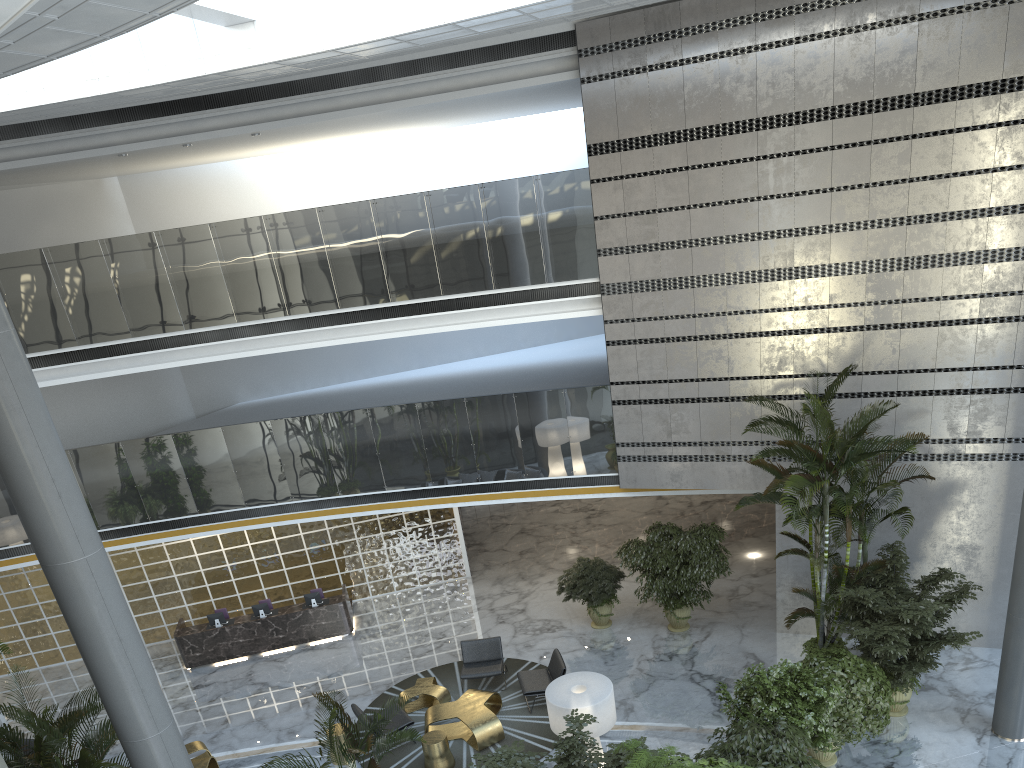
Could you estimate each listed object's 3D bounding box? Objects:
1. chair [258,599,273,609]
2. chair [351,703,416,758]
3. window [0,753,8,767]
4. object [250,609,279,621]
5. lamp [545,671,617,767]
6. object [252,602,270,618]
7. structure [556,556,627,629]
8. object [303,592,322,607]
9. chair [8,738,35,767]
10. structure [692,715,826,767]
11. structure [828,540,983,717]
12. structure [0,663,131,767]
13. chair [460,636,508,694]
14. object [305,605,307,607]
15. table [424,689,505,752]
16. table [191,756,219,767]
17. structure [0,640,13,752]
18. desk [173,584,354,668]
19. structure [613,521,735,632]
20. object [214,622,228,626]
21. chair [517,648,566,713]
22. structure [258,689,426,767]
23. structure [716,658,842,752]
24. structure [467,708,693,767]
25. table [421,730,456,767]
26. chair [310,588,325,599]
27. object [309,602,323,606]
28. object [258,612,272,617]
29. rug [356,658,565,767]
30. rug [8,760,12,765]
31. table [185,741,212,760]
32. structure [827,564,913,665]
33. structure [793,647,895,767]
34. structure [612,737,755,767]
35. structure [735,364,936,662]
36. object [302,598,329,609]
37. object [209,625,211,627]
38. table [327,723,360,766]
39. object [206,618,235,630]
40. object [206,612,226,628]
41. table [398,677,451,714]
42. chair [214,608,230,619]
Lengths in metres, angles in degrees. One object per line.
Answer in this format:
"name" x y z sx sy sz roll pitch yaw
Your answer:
"chair" -4.682 4.460 16.437 0.257 0.651 0.309 -12 23 -8
"chair" -1.903 5.066 12.787 0.714 0.747 0.665 -18 22 -25
"window" -3.661 3.295 4.052 14.925 8.955 3.889 0 24 26
"object" -4.648 4.360 16.080 0.509 0.005 0.376 -10 14 -8
"lamp" 0.943 4.565 10.870 0.790 1.857 0.798 14 32 42
"object" -4.666 4.225 15.950 0.290 0.328 0.102 -11 24 -8
"structure" 1.444 3.658 15.110 1.111 1.478 1.138 9 27 38
"object" -3.731 4.055 16.084 0.290 0.328 0.102 -11 24 -8
"chair" -7.368 5.830 12.963 0.714 0.747 0.664 -2 21 17
"structure" 2.645 4.558 9.333 1.973 2.108 1.506 -19 23 -27
"structure" 5.182 3.425 11.516 1.845 2.553 1.687 -4 22 12
"structure" -4.319 4.668 8.844 2.031 4.145 1.484 -3 24 12
"chair" -0.479 4.580 13.929 0.722 0.747 0.656 -7 20 3
"object" -3.913 4.199 16.243 0.035 0.019 0.058 -11 15 -8
"table" -0.621 5.025 12.801 1.333 0.445 1.102 -17 17 -30
"table" -4.462 5.773 12.089 1.243 0.474 1.346 -2 16 23
"structure" -6.148 4.388 8.928 2.521 5.176 2.190 -5 23 9
"desk" -4.727 4.555 16.636 3.149 0.791 1.441 -10 16 -8
"structure" 2.766 3.263 14.414 1.594 2.197 1.866 -21 23 -29
"object" -5.443 4.483 16.022 0.264 0.012 0.065 -10 14 -8
"chair" 0.481 4.596 13.276 0.726 0.747 0.652 -11 20 -6
"structure" -1.400 4.480 8.459 1.214 3.842 1.271 -3 24 13
"structure" 3.187 4.183 10.394 1.206 2.187 1.276 -24 26 -33
"structure" 0.718 4.673 8.999 2.315 2.596 2.025 -3 21 14
"table" -1.061 5.201 12.122 0.438 0.554 0.401 -3 22 14
"chair" -3.725 4.286 16.574 0.257 0.651 0.309 -12 23 -8
"object" -3.719 4.169 16.268 0.264 0.012 0.065 -10 14 -8
"object" -4.654 4.339 16.135 0.264 0.012 0.065 -10 14 -8
"rug" -0.723 5.159 13.307 3.535 0.021 3.210 -9 13 -3
"rug" -8.166 6.487 12.355 3.384 0.021 3.361 3 18 40
"table" -5.003 5.714 13.007 0.776 0.323 0.857 -18 18 -32
"structure" 5.396 3.466 12.998 1.119 1.719 1.269 -16 22 -18
"structure" 4.007 4.139 10.902 1.585 1.794 1.294 -10 21 -3
"structure" 1.605 4.575 7.364 3.014 3.297 3.579 8 25 39
"structure" 4.289 2.156 11.790 2.348 5.175 2.359 7 27 32
"object" -3.713 4.190 16.213 0.509 0.005 0.376 -10 14 -8
"object" -5.637 4.513 15.997 0.035 0.019 0.058 -11 15 -8
"table" -2.514 5.309 12.664 0.433 0.553 0.405 0 23 22
"object" -5.437 4.504 15.967 0.509 0.005 0.376 -10 14 -8
"object" -5.455 4.369 15.838 0.290 0.328 0.102 -11 24 -8
"table" -1.398 4.975 13.786 0.859 0.303 0.678 -7 15 4
"chair" -5.487 4.606 16.322 0.257 0.651 0.309 -12 23 -8
